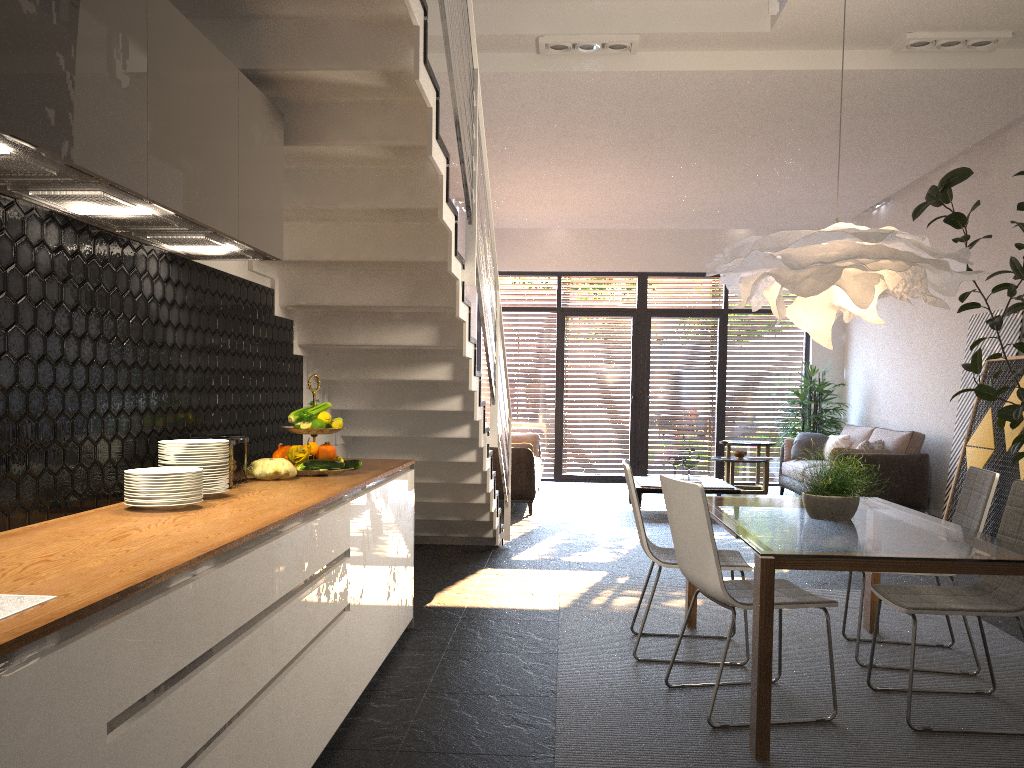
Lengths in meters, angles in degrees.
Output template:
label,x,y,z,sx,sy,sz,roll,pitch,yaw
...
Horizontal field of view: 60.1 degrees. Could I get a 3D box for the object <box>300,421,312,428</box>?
label,x,y,z,sx,sy,sz,roll,pitch,yaw
object,-0.853,0.179,3.686,0.049,0.050,0.052,1,1,22

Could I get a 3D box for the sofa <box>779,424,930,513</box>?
label,x,y,z,sx,sy,sz,roll,pitch,yaw
sofa,3.723,0.928,9.831,0.993,0.921,2.318,1,0,4

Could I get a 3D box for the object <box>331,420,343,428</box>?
label,x,y,z,sx,sy,sz,roll,pitch,yaw
object,-0.740,0.175,3.755,0.048,0.041,0.045,0,1,-36

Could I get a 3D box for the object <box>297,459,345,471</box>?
label,x,y,z,sx,sy,sz,roll,pitch,yaw
object,-0.800,0.335,3.686,0.217,0.045,0.054,1,0,-40

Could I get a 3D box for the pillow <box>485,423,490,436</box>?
label,x,y,z,sx,sy,sz,roll,pitch,yaw
pillow,-0.330,0.755,10.566,0.954,0.709,1.017,1,1,28

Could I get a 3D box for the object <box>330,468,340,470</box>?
label,x,y,z,sx,sy,sz,roll,pitch,yaw
object,-0.744,0.360,3.724,0.042,0.014,0.043,1,0,14

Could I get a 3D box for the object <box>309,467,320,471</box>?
label,x,y,z,sx,sy,sz,roll,pitch,yaw
object,-0.810,0.350,3.632,0.042,0.020,0.043,1,0,-35

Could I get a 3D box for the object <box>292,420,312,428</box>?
label,x,y,z,sx,sy,sz,roll,pitch,yaw
object,-0.874,0.181,3.732,0.100,0.062,0.075,1,1,-15

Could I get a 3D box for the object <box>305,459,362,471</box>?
label,x,y,z,sx,sy,sz,roll,pitch,yaw
object,-0.761,0.346,3.773,0.239,0.048,0.061,1,1,-16

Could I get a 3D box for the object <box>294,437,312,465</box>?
label,x,y,z,sx,sy,sz,roll,pitch,yaw
object,-0.856,0.276,3.655,0.125,0.120,0.061,2,2,36

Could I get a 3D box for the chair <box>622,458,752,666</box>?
label,x,y,z,sx,sy,sz,roll,pitch,yaw
chair,0.828,0.840,4.299,0.601,0.921,0.474,1,2,6

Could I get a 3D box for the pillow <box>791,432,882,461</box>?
label,x,y,z,sx,sy,sz,roll,pitch,yaw
pillow,3.601,0.741,9.867,0.618,0.343,1.891,1,0,4

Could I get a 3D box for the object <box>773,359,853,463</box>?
label,x,y,z,sx,sy,sz,roll,pitch,yaw
object,3.863,0.542,11.429,0.978,1.727,0.912,0,2,-31

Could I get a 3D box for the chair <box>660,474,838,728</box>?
label,x,y,z,sx,sy,sz,roll,pitch,yaw
chair,0.924,0.835,3.544,0.601,0.921,0.474,1,2,-11

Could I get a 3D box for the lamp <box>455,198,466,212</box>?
label,x,y,z,sx,sy,sz,roll,pitch,yaw
lamp,-0.533,-2.215,10.893,0.253,0.066,0.644,1,0,3

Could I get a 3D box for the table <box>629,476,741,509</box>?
label,x,y,z,sx,sy,sz,roll,pitch,yaw
table,1.811,1.202,9.497,1.049,0.308,1.114,1,0,3

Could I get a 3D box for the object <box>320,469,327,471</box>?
label,x,y,z,sx,sy,sz,roll,pitch,yaw
object,-0.788,0.362,3.684,0.043,0.017,0.041,1,0,34

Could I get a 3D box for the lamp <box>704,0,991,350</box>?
label,x,y,z,sx,sy,sz,roll,pitch,yaw
lamp,1.438,-2.749,3.716,1.117,5.224,1.059,1,3,14

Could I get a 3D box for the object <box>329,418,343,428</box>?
label,x,y,z,sx,sy,sz,roll,pitch,yaw
object,-0.755,0.172,3.808,0.060,0.054,0.058,2,1,38

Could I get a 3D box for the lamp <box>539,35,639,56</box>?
label,x,y,z,sx,sy,sz,roll,pitch,yaw
lamp,0.503,-2.242,5.829,0.645,0.066,0.253,1,0,3

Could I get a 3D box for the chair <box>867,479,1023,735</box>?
label,x,y,z,sx,sy,sz,roll,pitch,yaw
chair,1.788,0.847,3.492,0.601,0.921,0.474,1,2,4

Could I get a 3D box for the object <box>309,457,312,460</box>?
label,x,y,z,sx,sy,sz,roll,pitch,yaw
object,-0.835,0.346,3.839,0.229,0.076,0.069,1,1,-6

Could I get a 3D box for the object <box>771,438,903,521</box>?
label,x,y,z,sx,sy,sz,roll,pitch,yaw
object,1.411,0.422,3.858,0.531,0.368,0.667,1,0,-1

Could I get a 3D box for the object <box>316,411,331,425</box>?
label,x,y,z,sx,sy,sz,roll,pitch,yaw
object,-0.797,0.144,3.749,0.068,0.058,0.071,1,1,3

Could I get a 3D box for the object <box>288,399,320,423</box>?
label,x,y,z,sx,sy,sz,roll,pitch,yaw
object,-0.871,0.114,3.764,0.067,0.101,0.210,1,0,19

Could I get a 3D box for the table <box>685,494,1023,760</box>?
label,x,y,z,sx,sy,sz,roll,pitch,yaw
table,1.387,0.946,3.872,0.997,0.716,1.797,1,0,3

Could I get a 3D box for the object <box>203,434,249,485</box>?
label,x,y,z,sx,sy,sz,roll,pitch,yaw
object,-1.086,0.285,3.355,0.172,0.185,0.172,0,1,-19

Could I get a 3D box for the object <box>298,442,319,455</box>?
label,x,y,z,sx,sy,sz,roll,pitch,yaw
object,-0.843,0.269,3.679,0.059,0.056,0.127,1,0,5

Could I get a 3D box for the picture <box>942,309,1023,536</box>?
label,x,y,z,sx,sy,sz,roll,pitch,yaw
picture,4.118,0.366,7.799,0.207,2.023,0.956,1,2,3

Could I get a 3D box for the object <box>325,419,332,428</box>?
label,x,y,z,sx,sy,sz,roll,pitch,yaw
object,-0.825,0.175,3.836,0.101,0.078,0.095,1,1,-1

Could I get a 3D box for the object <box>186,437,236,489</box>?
label,x,y,z,sx,sy,sz,roll,pitch,yaw
object,-1.081,0.284,3.173,0.172,0.185,0.172,0,2,-37

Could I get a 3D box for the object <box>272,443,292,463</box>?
label,x,y,z,sx,sy,sz,roll,pitch,yaw
object,-0.969,0.308,3.796,0.111,0.111,0.112,0,1,-20

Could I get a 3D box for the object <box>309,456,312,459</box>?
label,x,y,z,sx,sy,sz,roll,pitch,yaw
object,-0.846,0.337,3.856,0.088,0.057,0.085,1,1,44

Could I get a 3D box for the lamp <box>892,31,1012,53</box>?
label,x,y,z,sx,sy,sz,roll,pitch,yaw
lamp,2.820,-2.210,5.689,0.645,0.066,0.253,1,0,3

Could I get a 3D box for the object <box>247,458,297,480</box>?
label,x,y,z,sx,sy,sz,roll,pitch,yaw
object,-0.956,0.336,3.518,0.189,0.083,0.197,1,0,13

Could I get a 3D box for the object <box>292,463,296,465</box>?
label,x,y,z,sx,sy,sz,roll,pitch,yaw
object,-0.903,0.350,3.764,0.069,0.065,0.071,1,1,33

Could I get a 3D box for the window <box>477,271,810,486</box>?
label,x,y,z,sx,sy,sz,roll,pitch,yaw
window,1.784,-0.110,12.389,4.941,3.036,0.458,1,3,3

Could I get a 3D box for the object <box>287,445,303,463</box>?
label,x,y,z,sx,sy,sz,roll,pitch,yaw
object,-0.904,0.297,3.740,0.087,0.079,0.089,2,1,39

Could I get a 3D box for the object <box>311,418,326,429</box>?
label,x,y,z,sx,sy,sz,roll,pitch,yaw
object,-0.812,0.174,3.703,0.065,0.060,0.062,1,1,0

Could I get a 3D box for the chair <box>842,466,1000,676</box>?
label,x,y,z,sx,sy,sz,roll,pitch,yaw
chair,1.928,0.855,4.220,0.601,0.921,0.474,1,2,13

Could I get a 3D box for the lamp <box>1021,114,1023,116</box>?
label,x,y,z,sx,sy,sz,roll,pitch,yaw
lamp,4.051,-2.183,6.764,0.253,0.066,0.644,1,0,3

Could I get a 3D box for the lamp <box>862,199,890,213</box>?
label,x,y,z,sx,sy,sz,roll,pitch,yaw
lamp,4.285,-2.147,10.603,0.253,0.066,0.644,1,0,3

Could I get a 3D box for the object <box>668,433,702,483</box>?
label,x,y,z,sx,sy,sz,roll,pitch,yaw
object,0.779,-1.242,5.272,0.365,4.482,8.897,2,0,15

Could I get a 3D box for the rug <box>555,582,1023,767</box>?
label,x,y,z,sx,sy,sz,roll,pitch,yaw
rug,1.388,1.300,3.905,2.370,0.006,3.681,1,0,3

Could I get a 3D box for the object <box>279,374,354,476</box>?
label,x,y,z,sx,sy,sz,roll,pitch,yaw
object,-0.843,0.171,3.775,0.352,0.426,0.351,1,1,-3

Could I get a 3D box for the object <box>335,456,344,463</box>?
label,x,y,z,sx,sy,sz,roll,pitch,yaw
object,-0.772,0.300,3.777,0.154,0.077,0.079,1,1,38

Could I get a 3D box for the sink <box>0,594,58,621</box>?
label,x,y,z,sx,sy,sz,roll,pitch,yaw
sink,-1.042,0.276,1.164,0.489,0.450,0.722,1,0,3

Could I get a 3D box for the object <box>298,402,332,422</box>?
label,x,y,z,sx,sy,sz,roll,pitch,yaw
object,-0.824,0.118,3.730,0.056,0.082,0.180,2,1,32

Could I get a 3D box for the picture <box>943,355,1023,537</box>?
label,x,y,z,sx,sy,sz,roll,pitch,yaw
picture,3.935,0.569,7.059,0.386,1.608,1.495,1,1,3

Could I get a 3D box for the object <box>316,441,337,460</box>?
label,x,y,z,sx,sy,sz,roll,pitch,yaw
object,-0.785,0.289,3.747,0.087,0.093,0.085,1,1,8

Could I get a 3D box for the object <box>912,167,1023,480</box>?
label,x,y,z,sx,sy,sz,roll,pitch,yaw
object,3.621,-0.242,5.970,0.907,3.207,2.008,0,2,-19

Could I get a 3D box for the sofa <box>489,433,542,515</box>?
label,x,y,z,sx,sy,sz,roll,pitch,yaw
sofa,-0.182,0.874,10.066,0.993,0.921,2.318,1,0,4

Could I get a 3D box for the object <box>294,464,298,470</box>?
label,x,y,z,sx,sy,sz,roll,pitch,yaw
object,-0.923,0.343,3.696,0.090,0.051,0.068,1,1,-30

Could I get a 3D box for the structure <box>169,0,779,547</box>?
label,x,y,z,sx,sy,sz,roll,pitch,yaw
structure,0.913,-2.872,2.744,4.234,8.326,8.447,1,1,3
